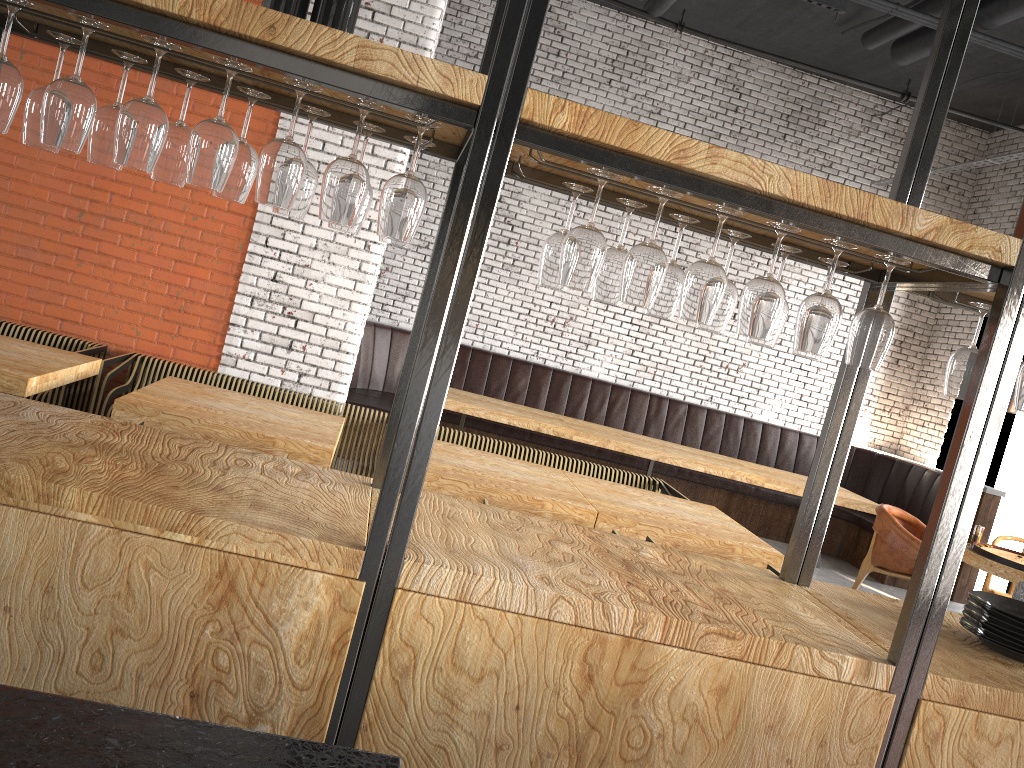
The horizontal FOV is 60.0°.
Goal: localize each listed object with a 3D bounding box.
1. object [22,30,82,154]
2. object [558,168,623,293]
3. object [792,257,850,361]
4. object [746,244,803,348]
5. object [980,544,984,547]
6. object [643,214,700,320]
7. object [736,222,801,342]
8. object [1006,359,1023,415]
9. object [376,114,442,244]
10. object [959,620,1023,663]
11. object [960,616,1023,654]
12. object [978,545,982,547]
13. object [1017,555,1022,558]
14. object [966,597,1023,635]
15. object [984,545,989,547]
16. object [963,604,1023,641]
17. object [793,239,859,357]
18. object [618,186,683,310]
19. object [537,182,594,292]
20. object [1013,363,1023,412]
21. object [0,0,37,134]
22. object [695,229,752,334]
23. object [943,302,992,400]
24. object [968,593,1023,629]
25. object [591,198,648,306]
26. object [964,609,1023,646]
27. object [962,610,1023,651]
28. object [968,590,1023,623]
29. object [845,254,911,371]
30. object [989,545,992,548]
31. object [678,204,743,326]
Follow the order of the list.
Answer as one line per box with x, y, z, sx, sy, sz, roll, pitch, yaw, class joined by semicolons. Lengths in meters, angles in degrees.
-1.084;-0.686;2.093;0.100;0.267;0.101;11;5;-45;object
0.174;-0.345;2.005;0.101;0.267;0.101;15;3;5;object
0.833;-0.202;2.399;0.101;0.267;0.101;15;3;5;object
0.701;-0.235;2.378;0.101;0.267;0.101;15;3;5;object
3.436;1.183;6.484;0.031;0.020;0.032;11;6;-44;object
0.418;-0.306;2.333;0.101;0.267;0.101;15;3;5;object
0.598;-0.238;2.073;0.101;0.267;0.101;15;3;5;object
1.421;-0.053;2.492;0.100;0.267;0.101;11;5;-45;object
-0.226;-0.446;1.942;0.101;0.267;0.101;17;4;28;object
1.393;0.727;2.441;0.306;0.035;0.305;17;5;29;object
1.396;0.716;2.441;0.306;0.041;0.306;16;4;8;object
3.409;1.183;6.467;0.032;0.010;0.032;19;6;42;object
3.652;1.242;6.374;0.032;0.010;0.032;19;6;42;object
1.409;0.665;2.437;0.305;0.037;0.306;14;4;-8;object
3.494;1.191;6.523;0.032;0.010;0.032;19;6;42;object
1.405;0.679;2.438;0.306;0.042;0.305;18;6;38;object
0.739;-0.202;2.095;0.101;0.267;0.101;15;3;5;object
0.315;-0.309;2.028;0.101;0.267;0.101;15;3;5;object
0.136;-0.378;2.288;0.101;0.267;0.101;15;3;5;object
1.318;-0.056;2.188;0.101;0.267;0.101;16;4;22;object
-1.046;-0.653;1.811;0.100;0.267;0.101;11;5;-45;object
0.560;-0.271;2.355;0.101;0.267;0.101;15;3;5;object
1.280;-0.089;2.470;0.101;0.267;0.101;16;4;22;object
1.413;0.654;2.435;0.306;0.048;0.306;16;5;16;object
0.277;-0.342;2.310;0.101;0.267;0.101;15;3;5;object
1.403;0.694;2.439;0.306;0.046;0.305;18;6;39;object
1.400;0.702;2.440;0.305;0.044;0.306;14;4;-8;object
1.415;0.640;2.434;0.305;0.039;0.307;13;5;-26;object
0.871;-0.169;2.116;0.101;0.267;0.101;15;3;5;object
3.525;1.198;6.536;0.032;0.010;0.032;19;6;42;object
0.456;-0.274;2.050;0.101;0.267;0.101;15;3;5;object
